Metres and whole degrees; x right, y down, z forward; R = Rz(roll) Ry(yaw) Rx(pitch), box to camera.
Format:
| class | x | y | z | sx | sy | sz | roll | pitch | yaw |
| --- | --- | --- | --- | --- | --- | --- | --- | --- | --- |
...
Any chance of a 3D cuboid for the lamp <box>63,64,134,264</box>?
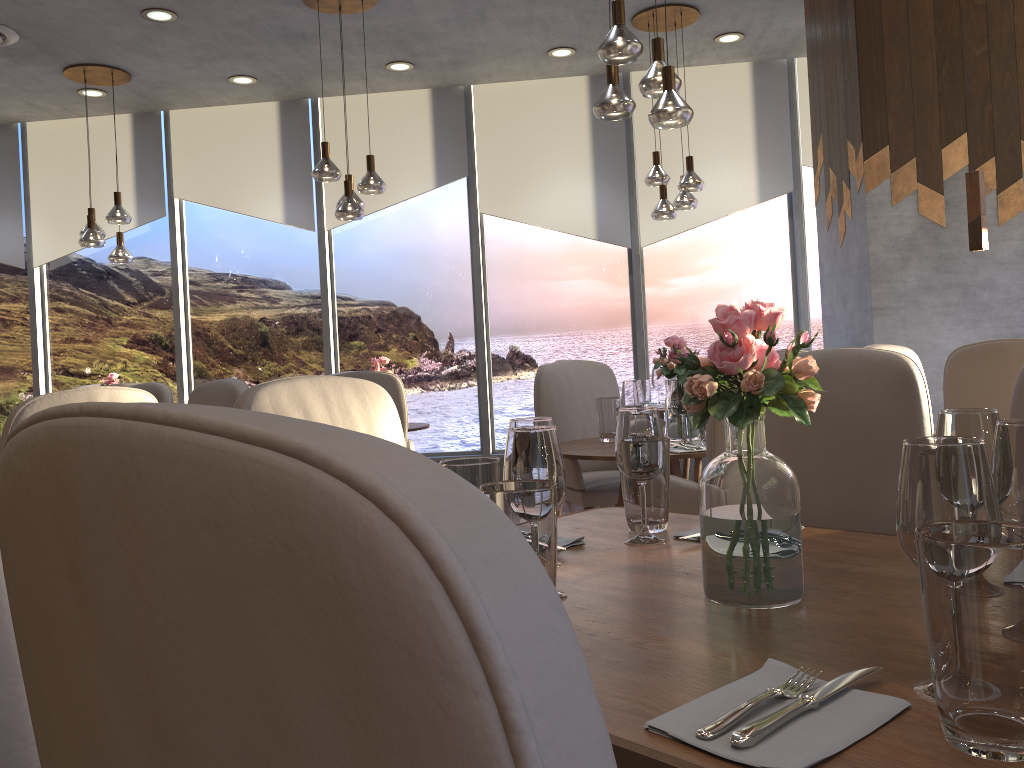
| class | x | y | z | sx | sy | sz | roll | pitch | yaw |
| --- | --- | --- | --- | --- | --- | --- | --- | --- | --- |
| lamp | -2.906 | -1.534 | 6.285 | 0.439 | 1.326 | 0.439 | -3 | 0 | -1 |

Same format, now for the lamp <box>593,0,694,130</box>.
| class | x | y | z | sx | sy | sz | roll | pitch | yaw |
| --- | --- | --- | --- | --- | --- | --- | --- | --- | --- |
| lamp | 0.472 | -1.639 | 3.440 | 0.439 | 1.326 | 0.439 | -3 | 0 | 13 |

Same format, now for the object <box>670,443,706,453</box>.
| class | x | y | z | sx | sy | sz | roll | pitch | yaw |
| --- | --- | --- | --- | --- | --- | --- | --- | --- | --- |
| object | 0.602 | 0.223 | 3.161 | 0.157 | 0.019 | 0.255 | -3 | 2 | -19 |

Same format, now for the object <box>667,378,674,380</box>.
| class | x | y | z | sx | sy | sz | roll | pitch | yaw |
| --- | --- | --- | --- | --- | --- | --- | --- | --- | --- |
| object | 1.032 | 0.026 | 5.630 | 0.092 | 0.244 | 0.092 | -3 | 0 | -13 |

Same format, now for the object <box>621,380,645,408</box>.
| class | x | y | z | sx | sy | sz | roll | pitch | yaw |
| --- | --- | --- | --- | --- | --- | --- | --- | --- | --- |
| object | 0.483 | 0.108 | 3.527 | 0.092 | 0.244 | 0.092 | -3 | 0 | -1 |

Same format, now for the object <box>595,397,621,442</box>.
| class | x | y | z | sx | sy | sz | roll | pitch | yaw |
| --- | --- | --- | --- | --- | --- | --- | --- | --- | --- |
| object | 0.393 | 0.144 | 3.586 | 0.102 | 0.178 | 0.102 | -3 | 0 | -14 |

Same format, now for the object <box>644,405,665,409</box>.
| class | x | y | z | sx | sy | sz | roll | pitch | yaw |
| --- | --- | --- | --- | --- | --- | --- | --- | --- | --- |
| object | 0.873 | 0.147 | 5.617 | 0.255 | 0.019 | 0.157 | -4 | 2 | -38 |

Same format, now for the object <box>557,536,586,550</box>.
| class | x | y | z | sx | sy | sz | roll | pitch | yaw |
| --- | --- | --- | --- | --- | --- | --- | --- | --- | --- |
| object | 0.028 | 0.289 | 1.638 | 0.157 | 0.019 | 0.255 | -4 | 2 | -39 |

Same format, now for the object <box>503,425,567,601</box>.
| class | x | y | z | sx | sy | sz | roll | pitch | yaw |
| --- | --- | --- | --- | --- | --- | --- | --- | --- | --- |
| object | 0.035 | 0.185 | 1.274 | 0.092 | 0.244 | 0.092 | -3 | 0 | 1 |

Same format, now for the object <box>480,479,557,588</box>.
| class | x | y | z | sx | sy | sz | roll | pitch | yaw |
| --- | --- | --- | --- | --- | --- | --- | --- | --- | --- |
| object | 0.013 | 0.221 | 1.167 | 0.102 | 0.178 | 0.102 | -3 | 0 | -5 |

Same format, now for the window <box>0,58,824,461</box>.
| class | x | y | z | sx | sy | sz | roll | pitch | yaw |
| --- | --- | --- | --- | --- | --- | --- | --- | --- | --- |
| window | 0.417 | -0.969 | 4.165 | 8.067 | 3.199 | 16.109 | -4 | 2 | -39 |

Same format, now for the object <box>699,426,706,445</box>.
| class | x | y | z | sx | sy | sz | roll | pitch | yaw |
| --- | --- | --- | --- | --- | --- | --- | --- | --- | --- |
| object | 0.732 | 0.134 | 3.260 | 0.102 | 0.178 | 0.102 | -3 | 0 | -3 |

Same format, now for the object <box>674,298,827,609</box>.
| class | x | y | z | sx | sy | sz | roll | pitch | yaw |
| --- | --- | --- | --- | --- | --- | --- | --- | --- | --- |
| object | 0.330 | 0.089 | 1.217 | 0.210 | 0.416 | 0.198 | -3 | 0 | -17 |

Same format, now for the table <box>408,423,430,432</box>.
| class | x | y | z | sx | sy | sz | roll | pitch | yaw |
| --- | --- | --- | --- | --- | --- | --- | --- | --- | --- |
| table | -0.881 | 0.591 | 5.161 | 0.834 | 0.662 | 0.833 | -3 | 1 | -35 |

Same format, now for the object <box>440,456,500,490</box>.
| class | x | y | z | sx | sy | sz | roll | pitch | yaw |
| --- | --- | --- | --- | --- | --- | --- | --- | --- | --- |
| object | -0.067 | 0.217 | 1.499 | 0.102 | 0.178 | 0.102 | -3 | 0 | -13 |

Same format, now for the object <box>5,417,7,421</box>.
| class | x | y | z | sx | sy | sz | roll | pitch | yaw |
| --- | --- | --- | --- | --- | --- | --- | --- | --- | --- |
| object | -1.633 | 0.230 | 2.941 | 0.092 | 0.244 | 0.092 | -3 | 0 | -32 |

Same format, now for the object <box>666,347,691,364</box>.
| class | x | y | z | sx | sy | sz | roll | pitch | yaw |
| --- | --- | --- | --- | --- | --- | --- | --- | --- | --- |
| object | 1.095 | -0.067 | 5.778 | 0.210 | 0.416 | 0.198 | -3 | 0 | 43 |

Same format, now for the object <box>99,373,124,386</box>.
| class | x | y | z | sx | sy | sz | roll | pitch | yaw |
| --- | --- | --- | --- | --- | --- | --- | --- | --- | --- |
| object | -2.816 | 0.125 | 6.268 | 0.198 | 0.416 | 0.210 | -3 | 0 | 3 |

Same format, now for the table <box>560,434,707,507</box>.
| class | x | y | z | sx | sy | sz | roll | pitch | yaw |
| --- | --- | --- | --- | --- | --- | --- | --- | --- | --- |
| table | 0.561 | 0.560 | 3.412 | 0.834 | 0.662 | 0.833 | -3 | 1 | -20 |

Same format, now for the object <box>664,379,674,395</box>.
| class | x | y | z | sx | sy | sz | roll | pitch | yaw |
| --- | --- | --- | --- | --- | --- | --- | --- | --- | --- |
| object | 1.006 | 0.062 | 5.524 | 0.102 | 0.178 | 0.102 | -3 | 0 | -22 |

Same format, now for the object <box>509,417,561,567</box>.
| class | x | y | z | sx | sy | sz | roll | pitch | yaw |
| --- | --- | --- | --- | --- | --- | --- | --- | --- | --- |
| object | 0.037 | 0.180 | 1.474 | 0.092 | 0.244 | 0.092 | -3 | 0 | 8 |

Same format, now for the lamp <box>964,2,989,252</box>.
| class | x | y | z | sx | sy | sz | roll | pitch | yaw |
| --- | --- | --- | --- | --- | --- | --- | --- | --- | --- |
| lamp | 2.037 | -1.408 | 2.998 | 0.118 | 1.932 | 1.160 | -3 | 0 | -39 |

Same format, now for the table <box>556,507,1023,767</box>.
| class | x | y | z | sx | sy | sz | roll | pitch | yaw |
| --- | --- | --- | --- | --- | --- | --- | --- | --- | --- |
| table | 0.339 | 0.625 | 1.232 | 0.965 | 0.666 | 1.306 | -4 | 1 | -44 |

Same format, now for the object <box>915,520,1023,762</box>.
| class | x | y | z | sx | sy | sz | roll | pitch | yaw |
| --- | --- | --- | --- | --- | --- | --- | --- | --- | --- |
| object | 0.398 | 0.212 | 0.743 | 0.102 | 0.178 | 0.102 | -3 | 0 | -15 |

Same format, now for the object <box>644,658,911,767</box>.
| class | x | y | z | sx | sy | sz | roll | pitch | yaw |
| --- | --- | --- | --- | --- | --- | --- | --- | --- | --- |
| object | 0.261 | 0.297 | 0.830 | 0.255 | 0.019 | 0.157 | -4 | 2 | -41 |

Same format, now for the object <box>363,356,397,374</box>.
| class | x | y | z | sx | sy | sz | roll | pitch | yaw |
| --- | --- | --- | --- | --- | --- | --- | --- | --- | --- |
| object | -0.769 | 0.046 | 5.192 | 0.210 | 0.416 | 0.197 | -3 | 0 | -22 |

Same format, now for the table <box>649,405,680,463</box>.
| class | x | y | z | sx | sy | sz | roll | pitch | yaw |
| --- | --- | --- | --- | --- | --- | --- | --- | --- | --- |
| table | 1.129 | 0.471 | 5.757 | 0.834 | 0.662 | 0.834 | -3 | 1 | -8 |

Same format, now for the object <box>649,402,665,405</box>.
| class | x | y | z | sx | sy | sz | roll | pitch | yaw |
| --- | --- | --- | --- | --- | --- | --- | --- | --- | --- |
| object | 0.976 | 0.131 | 6.017 | 0.157 | 0.019 | 0.255 | -4 | 2 | -33 |

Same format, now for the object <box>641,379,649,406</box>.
| class | x | y | z | sx | sy | sz | roll | pitch | yaw |
| --- | --- | --- | --- | --- | --- | --- | --- | --- | --- |
| object | 0.866 | 0.060 | 5.889 | 0.102 | 0.178 | 0.102 | -3 | 0 | 23 |

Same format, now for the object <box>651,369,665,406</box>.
| class | x | y | z | sx | sy | sz | roll | pitch | yaw |
| --- | --- | --- | --- | --- | --- | --- | --- | --- | --- |
| object | 0.967 | 0.023 | 5.852 | 0.092 | 0.244 | 0.092 | -3 | 0 | -14 |

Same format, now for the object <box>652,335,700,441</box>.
| class | x | y | z | sx | sy | sz | roll | pitch | yaw |
| --- | --- | --- | --- | --- | --- | --- | --- | --- | --- |
| object | 0.658 | 0.014 | 3.506 | 0.210 | 0.416 | 0.197 | -3 | 0 | -37 |

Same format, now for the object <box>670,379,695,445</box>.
| class | x | y | z | sx | sy | sz | roll | pitch | yaw |
| --- | --- | --- | --- | --- | --- | --- | --- | --- | --- |
| object | 0.640 | 0.105 | 3.322 | 0.092 | 0.244 | 0.092 | -3 | 0 | -39 |

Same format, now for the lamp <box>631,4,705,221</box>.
| class | x | y | z | sx | sy | sz | roll | pitch | yaw |
| --- | --- | --- | --- | --- | --- | --- | --- | --- | --- |
| lamp | 1.035 | -1.728 | 5.777 | 0.439 | 1.326 | 0.439 | -3 | 0 | -27 |

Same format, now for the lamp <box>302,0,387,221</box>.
| class | x | y | z | sx | sy | sz | roll | pitch | yaw |
| --- | --- | --- | --- | --- | --- | --- | --- | --- | --- |
| lamp | -0.976 | -1.608 | 5.198 | 0.439 | 1.326 | 0.439 | -3 | 0 | 8 |
